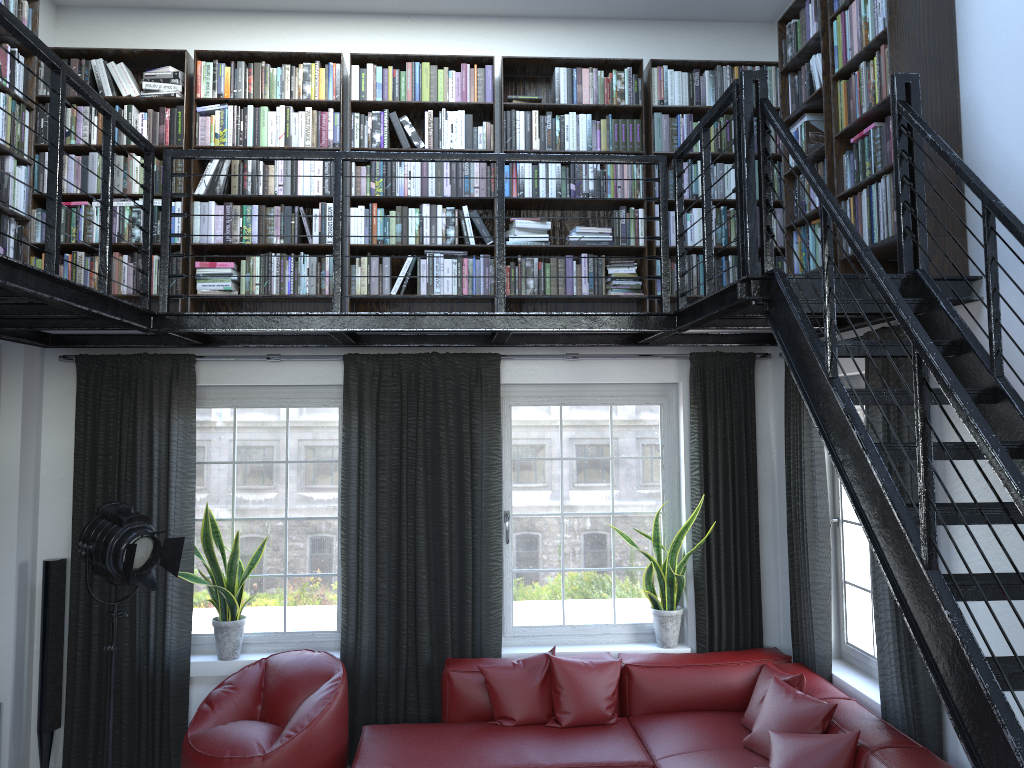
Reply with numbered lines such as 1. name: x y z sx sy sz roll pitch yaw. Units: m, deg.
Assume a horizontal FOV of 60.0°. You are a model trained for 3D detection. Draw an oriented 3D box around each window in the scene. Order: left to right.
1. window: -1.529 0.809 5.370 1.167 1.610 0.132 0 -5 -4
2. window: 0.472 0.798 5.508 1.167 1.610 0.132 0 -5 -4
3. window: 1.906 0.743 4.558 0.133 1.610 1.164 0 -4 -4

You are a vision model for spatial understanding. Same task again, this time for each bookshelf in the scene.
1. bookshelf: -0.428 -1.206 3.945 4.475 1.621 3.081 0 -3 -4

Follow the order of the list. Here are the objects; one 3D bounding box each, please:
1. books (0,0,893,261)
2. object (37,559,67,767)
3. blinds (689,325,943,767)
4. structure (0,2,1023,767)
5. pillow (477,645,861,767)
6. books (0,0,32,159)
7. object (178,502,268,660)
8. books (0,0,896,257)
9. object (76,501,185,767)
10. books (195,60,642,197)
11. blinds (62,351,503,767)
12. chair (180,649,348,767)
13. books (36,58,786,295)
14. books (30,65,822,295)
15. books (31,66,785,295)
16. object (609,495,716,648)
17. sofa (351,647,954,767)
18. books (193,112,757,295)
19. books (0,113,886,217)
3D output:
1. books: -0.394 -1.294 3.545 4.377 1.412 2.199 0 -3 -5
2. object: -2.577 1.596 4.919 0.157 1.224 0.157 -1 -5 11
3. blinds: 1.649 0.949 4.662 0.527 2.386 1.745 1 -4 -22
4. structure: -0.366 0.423 3.046 4.488 3.363 4.603 0 -3 -4
5. pillow: 0.873 1.613 4.557 1.954 0.402 0.981 -3 -4 38
6. books: -2.481 -1.294 3.377 0.315 1.426 2.201 0 -3 -4
7. object: -1.769 1.125 5.071 0.553 0.942 0.524 -1 -4 7
8. books: -0.414 -1.270 4.082 4.384 1.408 1.167 0 -4 -4
9. object: -0.980 1.403 4.899 2.905 1.583 0.751 1 -5 -20
10. books: -0.535 -1.503 5.343 2.637 0.830 0.213 0 -5 -4
11. blinds: -1.303 1.000 5.156 2.508 2.392 0.125 0 -5 -4
12. chair: -1.272 1.831 4.601 0.829 0.713 0.829 3 -5 -42
13. books: -0.529 -1.207 5.306 4.441 1.400 0.241 0 -5 -4
14. books: -0.511 -1.244 4.826 4.435 1.433 1.282 0 -4 -2
15. books: -0.528 -1.218 5.311 4.436 1.416 0.226 0 -5 -4
16. object: 0.893 1.109 5.232 0.553 0.942 0.524 1 -4 -15
17. sofa: 0.519 1.809 3.588 2.542 0.657 3.271 0 -3 -4
18. books: -0.156 -1.069 5.336 3.392 1.125 0.240 0 -5 -4
19. books: -0.424 -1.147 3.834 4.335 1.143 1.594 0 -3 -5
